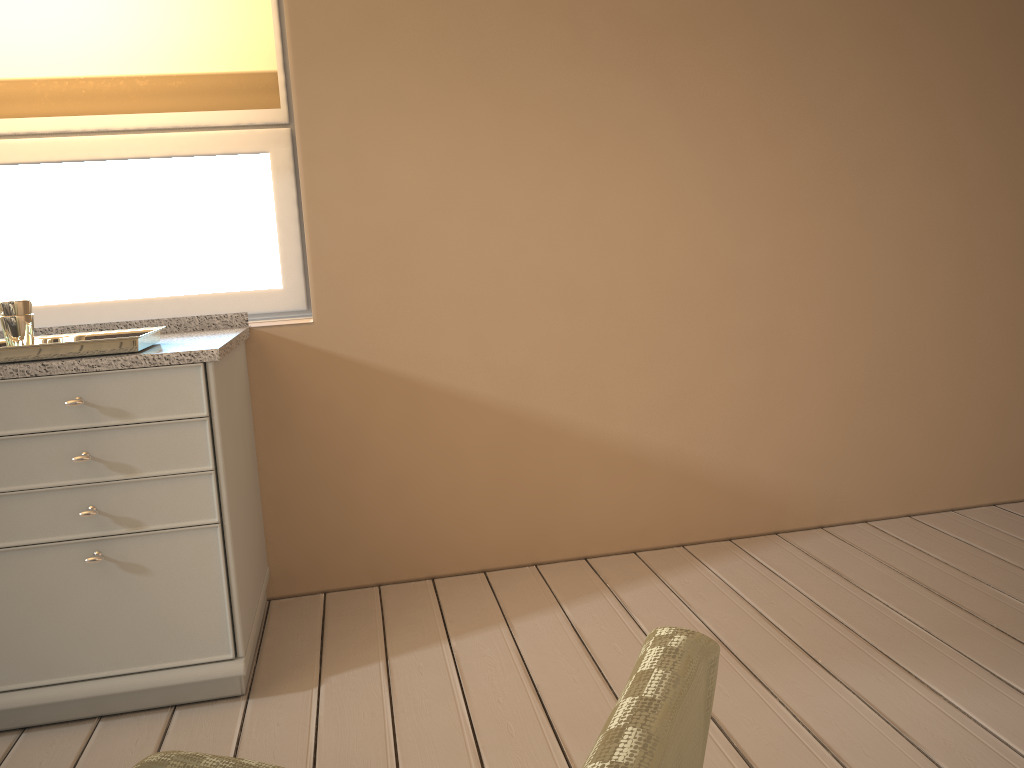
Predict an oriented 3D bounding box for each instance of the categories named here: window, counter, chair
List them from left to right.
[{"bbox_3d":[-2.758,0.068,1.818,4.241,0.067,0.655,-5,9,-10],"label":"counter"},{"bbox_3d":[-2.407,-0.721,2.382,3.569,1.347,0.047,-5,7,-10],"label":"window"},{"bbox_3d":[-0.191,0.567,0.422,0.561,0.797,0.566,0,8,26],"label":"chair"}]

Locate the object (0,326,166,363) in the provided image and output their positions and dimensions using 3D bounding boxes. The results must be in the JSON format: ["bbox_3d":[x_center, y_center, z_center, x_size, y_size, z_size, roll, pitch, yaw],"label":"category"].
[{"bbox_3d":[-1.021,-0.082,1.951,0.446,0.034,0.275,-5,9,-10],"label":"object"}]

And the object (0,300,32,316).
[{"bbox_3d":[-1.051,-0.132,1.883,0.063,0.090,0.063,-9,9,-37],"label":"object"}]

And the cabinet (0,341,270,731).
[{"bbox_3d":[-2.745,0.465,1.921,4.224,0.768,0.850,-5,8,-10],"label":"cabinet"}]

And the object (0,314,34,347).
[{"bbox_3d":[-1.049,-0.102,1.887,0.063,0.090,0.063,-9,9,-37],"label":"object"}]

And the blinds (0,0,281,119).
[{"bbox_3d":[-2.394,-0.970,2.052,3.551,0.779,0.022,-5,7,-10],"label":"blinds"}]
